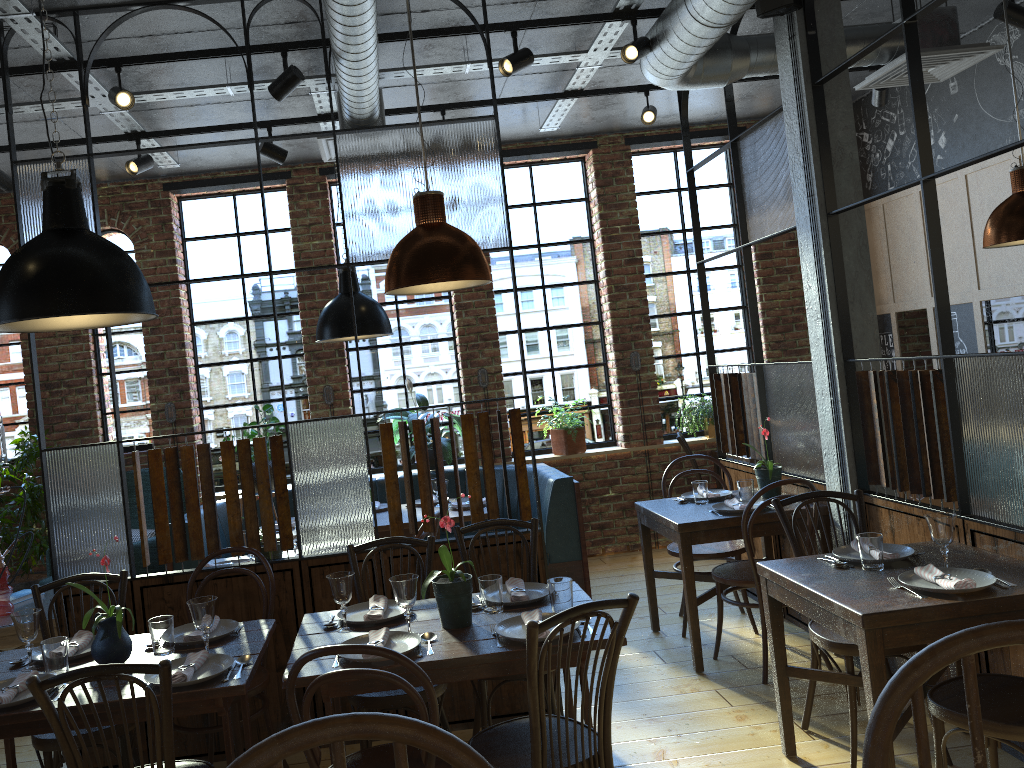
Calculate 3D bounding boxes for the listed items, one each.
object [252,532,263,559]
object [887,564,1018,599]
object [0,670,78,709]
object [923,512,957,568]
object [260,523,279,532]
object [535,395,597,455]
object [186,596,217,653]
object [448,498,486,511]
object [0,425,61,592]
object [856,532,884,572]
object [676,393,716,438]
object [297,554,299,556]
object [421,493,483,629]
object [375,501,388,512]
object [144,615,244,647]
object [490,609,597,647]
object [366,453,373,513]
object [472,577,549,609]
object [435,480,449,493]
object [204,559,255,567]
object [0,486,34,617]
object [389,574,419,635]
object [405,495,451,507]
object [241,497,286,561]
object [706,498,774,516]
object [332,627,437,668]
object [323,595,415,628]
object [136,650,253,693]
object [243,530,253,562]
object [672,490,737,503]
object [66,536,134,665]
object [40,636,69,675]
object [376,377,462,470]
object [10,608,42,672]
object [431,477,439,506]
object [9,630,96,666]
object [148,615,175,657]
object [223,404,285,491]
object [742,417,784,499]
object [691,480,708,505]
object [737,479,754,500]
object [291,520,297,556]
[{"bbox_3d":[-1.309,0.832,4.538,0.082,0.119,0.086,-6,0,-16],"label":"object"},{"bbox_3d":[1.384,0.607,2.773,0.325,0.051,0.270,-6,1,-1],"label":"object"},{"bbox_3d":[-1.505,0.928,2.686,0.325,0.051,0.270,-6,1,-1],"label":"object"},{"bbox_3d":[1.427,0.529,2.913,0.101,0.192,0.096,-6,0,15],"label":"object"},{"bbox_3d":[-1.532,0.932,5.798,0.269,0.051,0.325,-6,1,-2],"label":"object"},{"bbox_3d":[0.429,0.316,7.021,0.474,0.483,0.408,-6,0,17],"label":"object"},{"bbox_3d":[-0.999,0.797,2.867,0.101,0.192,0.096,-6,0,15],"label":"object"},{"bbox_3d":[-0.291,0.794,5.887,0.269,0.051,0.325,-6,1,-2],"label":"object"},{"bbox_3d":[-3.569,1.069,6.337,0.828,1.529,0.751,-6,-1,-26],"label":"object"},{"bbox_3d":[1.243,0.582,3.051,0.087,0.119,0.081,-6,0,26],"label":"object"},{"bbox_3d":[1.620,0.240,7.028,0.603,0.369,0.502,-6,0,-5],"label":"object"},{"bbox_3d":[-0.934,0.831,4.298,0.269,0.051,0.325,-6,1,-2],"label":"object"},{"bbox_3d":[-0.209,0.591,2.929,0.153,0.427,0.194,-7,-1,28],"label":"object"},{"bbox_3d":[-0.991,0.864,6.185,0.325,0.051,0.270,-6,1,-2],"label":"object"},{"bbox_3d":[-1.126,0.877,3.134,0.325,0.051,0.270,-6,1,-1],"label":"object"},{"bbox_3d":[0.096,0.750,2.755,0.325,0.051,0.270,-6,1,-1],"label":"object"},{"bbox_3d":[-1.021,0.683,5.925,0.223,0.431,0.133,-6,-1,14],"label":"object"},{"bbox_3d":[-0.005,0.752,3.185,0.325,0.051,0.270,-6,1,-1],"label":"object"},{"bbox_3d":[-0.458,0.741,5.866,0.102,0.192,0.095,-7,-1,24],"label":"object"},{"bbox_3d":[-1.374,0.880,4.264,0.269,0.051,0.325,-6,1,-2],"label":"object"},{"bbox_3d":[-2.784,0.915,4.864,0.255,0.704,0.172,-6,-1,-13],"label":"object"},{"bbox_3d":[-0.342,0.725,2.868,0.103,0.192,0.094,-7,-1,42],"label":"object"},{"bbox_3d":[-0.595,0.820,6.214,0.325,0.051,0.270,-6,1,-2],"label":"object"},{"bbox_3d":[-1.127,0.670,4.001,0.216,0.427,0.133,-7,-1,29],"label":"object"},{"bbox_3d":[1.152,0.600,4.387,0.325,0.051,0.270,-6,1,-1],"label":"object"},{"bbox_3d":[-0.397,0.805,2.735,0.325,0.051,0.270,-6,1,-1],"label":"object"},{"bbox_3d":[-0.509,0.809,3.149,0.325,0.051,0.270,-6,1,-1],"label":"object"},{"bbox_3d":[-0.973,0.869,2.706,0.325,0.051,0.270,-6,1,-1],"label":"object"},{"bbox_3d":[-1.246,0.797,4.195,0.094,0.192,0.102,-6,-1,-30],"label":"object"},{"bbox_3d":[1.048,0.602,4.827,0.325,0.051,0.270,-6,1,-1],"label":"object"},{"bbox_3d":[-1.346,0.716,2.911,0.223,0.431,0.133,-6,-1,14],"label":"object"},{"bbox_3d":[-1.470,0.885,2.841,0.082,0.119,0.087,-6,0,-23],"label":"object"},{"bbox_3d":[-0.692,0.298,6.872,0.727,0.752,0.613,-6,0,-6],"label":"object"},{"bbox_3d":[-1.631,0.865,2.972,0.101,0.192,0.095,-6,0,19],"label":"object"},{"bbox_3d":[-0.514,0.743,6.071,0.102,0.192,0.095,-7,-1,24],"label":"object"},{"bbox_3d":[-1.578,0.927,3.104,0.325,0.051,0.270,-6,1,-1],"label":"object"},{"bbox_3d":[-1.179,0.850,2.973,0.082,0.119,0.087,-6,0,-23],"label":"object"},{"bbox_3d":[-1.948,0.488,6.896,0.527,0.663,0.374,-6,0,19],"label":"object"},{"bbox_3d":[1.333,0.386,4.665,0.141,0.427,0.210,-6,-1,-35],"label":"object"},{"bbox_3d":[0.998,0.575,4.664,0.081,0.119,0.088,-6,0,-37],"label":"object"},{"bbox_3d":[1.207,0.555,4.540,0.081,0.119,0.088,-6,0,-37],"label":"object"},{"bbox_3d":[-1.078,0.775,4.360,0.103,0.192,0.094,-7,-1,42],"label":"object"}]
